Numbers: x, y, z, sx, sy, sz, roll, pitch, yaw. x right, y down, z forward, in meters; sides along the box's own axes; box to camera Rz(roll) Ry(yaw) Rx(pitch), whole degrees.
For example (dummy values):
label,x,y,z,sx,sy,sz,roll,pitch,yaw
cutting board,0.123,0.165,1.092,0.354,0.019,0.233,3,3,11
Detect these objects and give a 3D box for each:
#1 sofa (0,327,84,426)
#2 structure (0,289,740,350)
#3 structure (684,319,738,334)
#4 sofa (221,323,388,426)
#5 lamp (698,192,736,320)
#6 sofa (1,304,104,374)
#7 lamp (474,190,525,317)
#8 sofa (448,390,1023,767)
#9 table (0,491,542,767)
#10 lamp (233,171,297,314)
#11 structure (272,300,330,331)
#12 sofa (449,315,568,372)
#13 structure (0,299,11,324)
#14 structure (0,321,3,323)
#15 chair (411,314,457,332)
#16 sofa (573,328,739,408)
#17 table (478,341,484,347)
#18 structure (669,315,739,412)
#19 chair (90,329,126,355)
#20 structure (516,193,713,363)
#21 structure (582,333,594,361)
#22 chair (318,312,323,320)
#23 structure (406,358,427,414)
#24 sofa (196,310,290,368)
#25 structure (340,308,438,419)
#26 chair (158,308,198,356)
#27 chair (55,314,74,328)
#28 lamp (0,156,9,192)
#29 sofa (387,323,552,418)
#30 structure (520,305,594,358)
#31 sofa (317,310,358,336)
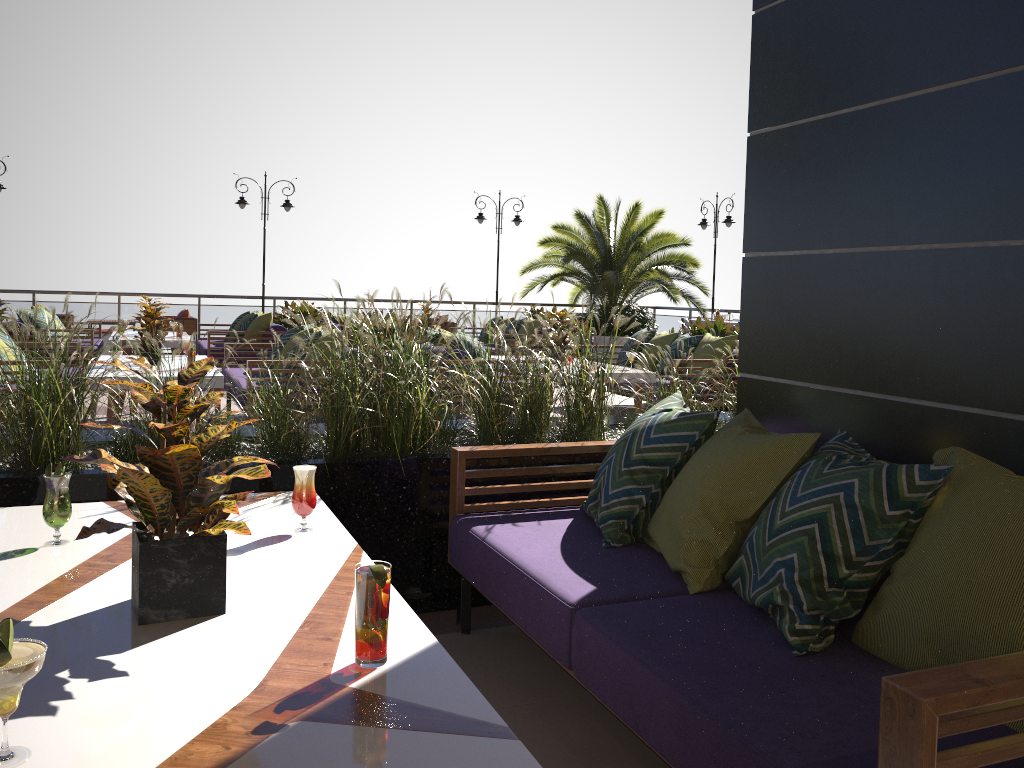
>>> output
label,x,y,z,sx,sy,sz,roll,pitch,yaw
sofa,-4.067,-0.054,7.005,1.119,0.916,2.135,0,6,-23
structure,-2.405,-0.409,10.267,17.491,1.055,12.972,-1,6,-23
structure,4.065,-0.608,12.796,0.804,1.324,4.419,0,6,-23
sofa,-1.928,-0.080,7.884,1.119,0.916,2.135,0,6,-23
lamp,3.928,-2.062,17.214,0.264,3.319,1.125,1,3,-23
sofa,-5.785,-0.526,11.127,1.119,0.916,2.135,0,6,-23
lamp,-0.290,-2.260,17.910,1.122,3.319,0.264,1,3,-23
sofa,0.662,0.550,2.465,1.119,0.916,2.135,0,6,-23
table,-0.726,0.748,1.901,0.941,0.552,2.045,0,6,-23
lamp,-4.522,-2.206,16.142,1.122,3.319,0.264,1,3,-23
structure,-2.996,-0.598,12.379,0.714,1.168,2.257,0,5,-26
sofa,-0.132,-0.598,13.501,1.119,0.916,2.135,0,6,-23
structure,-6.550,-0.551,10.869,0.737,1.168,2.260,0,5,-21
structure,-6.967,-0.540,11.975,0.180,0.698,0.100,1,3,-23
chair,-1.509,-0.944,16.980,0.714,0.814,0.717,0,4,-23
sofa,1.587,-0.127,9.379,1.119,0.916,2.135,0,6,-23
table,-1.221,-0.403,13.048,0.941,0.552,2.045,0,6,-23
structure,2.346,-0.164,9.696,0.737,1.168,2.260,0,5,-21
chair,-6.407,-0.630,14.103,0.578,0.479,0.581,1,5,-15
structure,2.015,-2.127,17.451,3.808,3.294,3.757,5,5,35
structure,1.090,-0.379,12.765,0.180,0.698,0.100,1,3,-23
chair,-3.273,-0.922,16.243,0.714,0.814,0.717,0,4,-23
structure,-0.776,0.140,7.125,0.180,0.698,0.100,1,3,-23
sofa,-3.650,-0.552,12.014,1.119,0.916,2.135,0,6,-23
structure,-1.232,-0.118,8.198,0.700,1.169,2.429,0,5,-21
chair,-5.799,-0.890,15.188,0.714,0.814,0.717,0,4,-23
chair,-7.563,-0.868,14.451,0.714,0.814,0.717,0,4,-23
lamp,-8.808,-2.152,14.352,1.122,3.319,0.264,1,3,-23
sofa,-0.549,-0.100,8.492,1.119,0.916,2.135,0,6,-23
structure,0.578,-0.640,13.846,0.737,1.168,2.260,0,5,-21
sofa,-2.271,-0.573,12.621,1.119,0.916,2.135,0,6,-23
